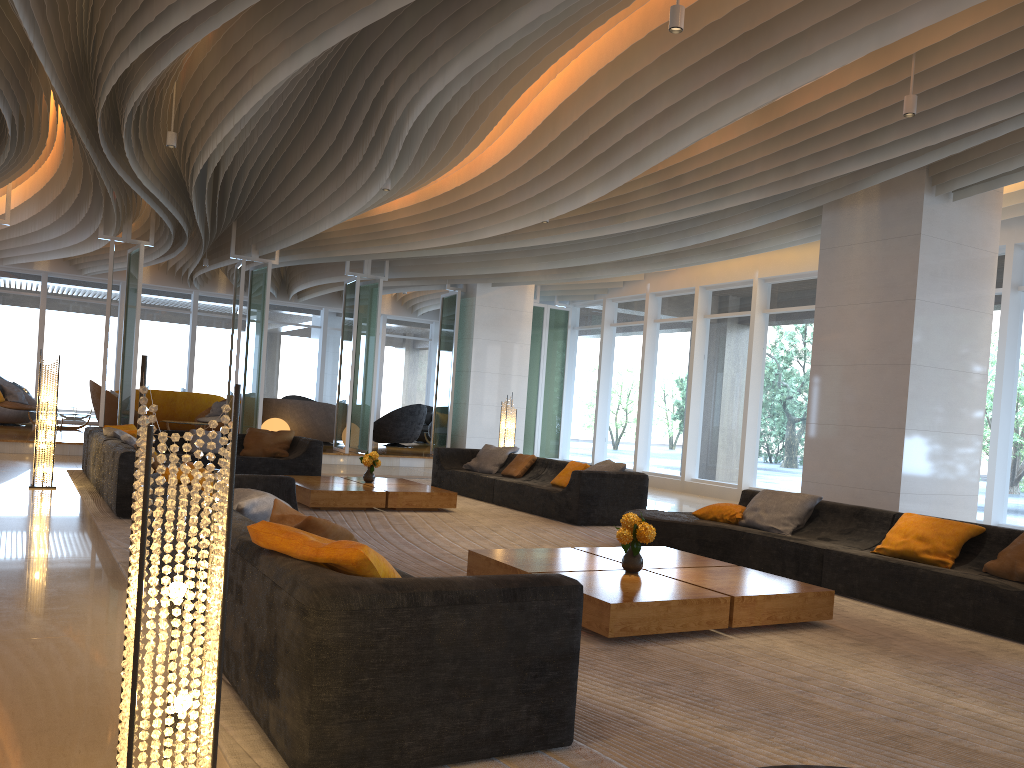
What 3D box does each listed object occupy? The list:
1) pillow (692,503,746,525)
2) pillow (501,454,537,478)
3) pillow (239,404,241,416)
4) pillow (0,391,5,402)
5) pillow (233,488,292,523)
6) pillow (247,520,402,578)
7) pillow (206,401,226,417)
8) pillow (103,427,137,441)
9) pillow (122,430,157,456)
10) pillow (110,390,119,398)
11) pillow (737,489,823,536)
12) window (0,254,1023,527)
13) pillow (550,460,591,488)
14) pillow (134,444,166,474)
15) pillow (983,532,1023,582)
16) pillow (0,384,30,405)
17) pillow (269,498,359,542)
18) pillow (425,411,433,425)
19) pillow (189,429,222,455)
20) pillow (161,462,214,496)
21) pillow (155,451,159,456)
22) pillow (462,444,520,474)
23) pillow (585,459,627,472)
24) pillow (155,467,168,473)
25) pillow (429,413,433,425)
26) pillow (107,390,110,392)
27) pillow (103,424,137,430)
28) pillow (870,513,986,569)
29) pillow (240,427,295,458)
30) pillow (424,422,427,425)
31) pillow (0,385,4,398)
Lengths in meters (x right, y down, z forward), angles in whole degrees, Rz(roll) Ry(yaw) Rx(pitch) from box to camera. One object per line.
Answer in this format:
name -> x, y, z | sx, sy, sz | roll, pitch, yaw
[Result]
pillow -> 1.872, 1.146, 7.856 | 0.442, 0.193, 0.595 | 3, -2, 25
pillow -> 0.089, 1.050, 11.414 | 0.327, 0.312, 0.400 | 4, -1, -32
pillow -> -5.487, 0.541, 17.804 | 0.471, 0.409, 0.496 | 4, -1, -27
pillow -> -10.037, 0.160, 17.028 | 0.476, 0.455, 0.615 | 4, -1, -13
pillow -> -1.307, 0.754, 4.646 | 0.427, 0.377, 0.577 | 4, -1, -27
pillow -> -0.558, 0.698, 3.162 | 0.626, 0.378, 0.557 | 3, -1, 38
pillow -> -5.976, 0.492, 18.262 | 0.612, 0.455, 0.478 | 4, 0, 22
pillow -> -4.044, 0.671, 9.460 | 0.556, 0.377, 0.640 | 5, -1, -34
pillow -> -4.167, 0.665, 9.773 | 0.416, 0.335, 0.329 | 4, 0, 26
pillow -> -7.116, 0.341, 16.195 | 0.609, 0.455, 0.481 | 3, -1, 42
pillow -> 2.219, 1.102, 7.462 | 0.469, 0.417, 0.653 | 4, -1, -29
window -> 3.490, -0.152, 9.611 | 53.642, 3.223, 22.482 | 3, -2, 25
pillow -> 0.678, 1.057, 10.361 | 0.327, 0.312, 0.401 | 4, -1, -27
pillow -> -3.193, 0.685, 7.901 | 0.334, 0.311, 0.417 | 4, -1, -28
pillow -> 3.388, 1.061, 5.554 | 0.550, 0.378, 0.635 | 4, -1, -8
pillow -> -9.931, 0.219, 17.708 | 0.456, 0.409, 0.512 | 4, -1, 28
pillow -> -0.805, 0.721, 3.752 | 0.451, 0.410, 0.591 | 4, -1, -28
pillow -> -2.321, 0.909, 23.403 | 0.615, 0.422, 0.366 | 5, 0, -27
pillow -> -4.020, 0.763, 11.643 | 0.414, 0.312, 0.317 | 4, -1, -28
pillow -> -1.799, 0.684, 5.380 | 0.550, 0.378, 0.635 | 4, -1, -8
pillow -> -4.183, 0.697, 9.944 | 0.405, 0.319, 0.335 | 4, -1, 28
pillow -> -0.300, 1.018, 12.145 | 0.626, 0.378, 0.557 | 3, -1, 38
pillow -> 0.941, 1.033, 9.928 | 0.550, 0.378, 0.635 | 4, -1, -8
pillow -> -2.843, 0.809, 7.756 | 0.409, 0.136, 0.417 | 4, -2, 4
pillow -> -1.913, 0.982, 23.328 | 0.505, 0.409, 0.463 | 4, -1, -2
pillow -> -7.469, 0.304, 16.380 | 0.378, 0.422, 0.595 | 4, -1, -31
pillow -> -4.869, 0.662, 11.136 | 0.335, 0.316, 0.416 | 4, -1, 32
pillow -> 2.901, 1.128, 6.245 | 0.458, 0.394, 0.626 | 4, -1, -30
pillow -> -3.321, 0.799, 12.069 | 0.642, 0.378, 0.544 | 4, -1, -8
pillow -> -2.550, 0.899, 23.060 | 0.633, 0.455, 0.463 | 5, -1, -43
pillow -> -10.212, 0.142, 17.386 | 0.371, 0.422, 0.607 | 4, -1, 4
